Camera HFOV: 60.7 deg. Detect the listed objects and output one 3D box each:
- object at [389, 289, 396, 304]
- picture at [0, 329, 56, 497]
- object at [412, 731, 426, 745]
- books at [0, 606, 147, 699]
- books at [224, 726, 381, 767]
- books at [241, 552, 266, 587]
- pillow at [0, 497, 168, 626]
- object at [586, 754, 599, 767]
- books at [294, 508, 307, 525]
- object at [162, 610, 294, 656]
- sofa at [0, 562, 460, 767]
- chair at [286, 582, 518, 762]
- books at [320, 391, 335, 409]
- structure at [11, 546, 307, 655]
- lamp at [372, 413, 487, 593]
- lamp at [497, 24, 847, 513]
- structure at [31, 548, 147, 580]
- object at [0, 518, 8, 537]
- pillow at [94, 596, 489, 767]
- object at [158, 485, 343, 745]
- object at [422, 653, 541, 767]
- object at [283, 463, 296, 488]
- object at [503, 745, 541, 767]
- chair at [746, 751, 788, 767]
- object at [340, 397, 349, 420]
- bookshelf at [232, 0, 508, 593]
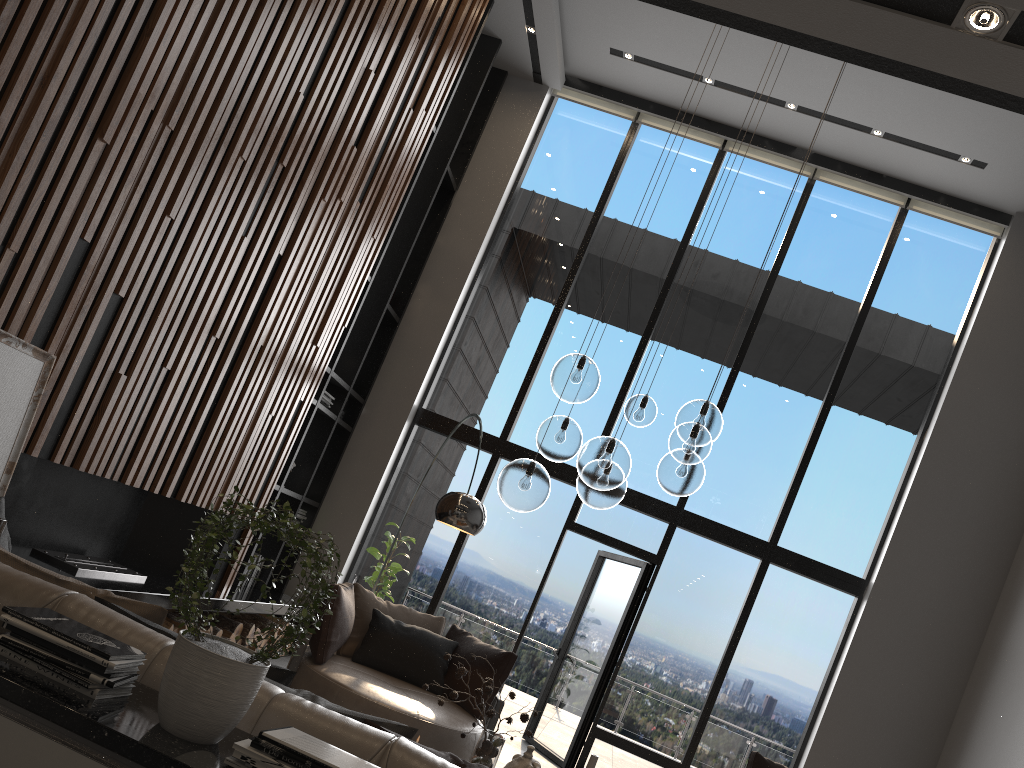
[{"bbox_3d":[-1.141,-0.786,7.953,0.103,0.227,0.102,23,-5,-5],"label":"object"},{"bbox_3d":[-2.188,0.242,3.415,0.100,0.984,0.749,22,-7,12],"label":"picture"},{"bbox_3d":[-0.471,1.584,3.778,0.150,0.208,0.080,20,-6,20],"label":"object"},{"bbox_3d":[-1.025,0.624,2.028,0.322,0.098,0.210,21,-11,10],"label":"books"},{"bbox_3d":[-0.428,0.854,1.925,0.345,0.098,0.199,21,-11,9],"label":"books"},{"bbox_3d":[-2.229,1.523,7.287,0.173,0.283,0.342,22,-9,11],"label":"books"},{"bbox_3d":[-1.708,0.723,2.896,1.353,0.539,0.793,13,-13,40],"label":"pillow"},{"bbox_3d":[0.211,1.777,3.830,0.309,0.392,0.332,19,-8,29],"label":"object"},{"bbox_3d":[-1.983,1.146,7.720,0.215,0.187,0.385,21,-11,11],"label":"books"},{"bbox_3d":[-2.264,1.633,5.810,0.430,0.384,4.164,21,-12,13],"label":"object"},{"bbox_3d":[-0.806,1.336,3.103,3.214,0.807,1.931,21,-11,10],"label":"sofa"},{"bbox_3d":[-0.778,1.960,5.881,1.447,0.886,1.506,15,-13,37],"label":"chair"},{"bbox_3d":[-1.644,0.105,7.333,0.217,0.126,0.332,21,-11,11],"label":"books"},{"bbox_3d":[-2.536,1.181,4.666,0.660,0.450,6.728,21,-12,12],"label":"structure"},{"bbox_3d":[-0.692,1.276,6.116,0.325,2.299,2.038,24,-8,-11],"label":"lamp"},{"bbox_3d":[1.267,-1.522,4.271,1.223,4.927,1.255,22,-4,8],"label":"lamp"},{"bbox_3d":[-2.460,1.075,5.120,0.296,0.101,0.732,20,-12,11],"label":"structure"},{"bbox_3d":[-1.322,0.428,2.099,0.107,0.264,0.112,21,-5,16],"label":"object"},{"bbox_3d":[-0.446,1.167,2.583,1.924,0.493,0.557,21,-9,8],"label":"pillow"},{"bbox_3d":[-0.623,0.532,2.004,0.389,0.568,0.216,24,-5,-10],"label":"object"},{"bbox_3d":[-0.196,1.554,4.060,0.554,0.594,0.315,25,-6,-19],"label":"object"},{"bbox_3d":[-1.912,0.728,7.276,0.143,0.241,0.133,28,-8,-39],"label":"object"},{"bbox_3d":[-0.054,0.900,1.898,0.202,0.286,0.141,19,-7,29],"label":"object"},{"bbox_3d":[2.032,3.084,5.691,1.413,0.886,1.542,18,-11,27],"label":"chair"},{"bbox_3d":[-1.531,0.209,7.810,0.058,0.230,0.194,22,-7,14],"label":"object"},{"bbox_3d":[-1.285,-0.783,7.379,0.335,5.241,1.492,22,-5,12],"label":"bookshelf"}]
